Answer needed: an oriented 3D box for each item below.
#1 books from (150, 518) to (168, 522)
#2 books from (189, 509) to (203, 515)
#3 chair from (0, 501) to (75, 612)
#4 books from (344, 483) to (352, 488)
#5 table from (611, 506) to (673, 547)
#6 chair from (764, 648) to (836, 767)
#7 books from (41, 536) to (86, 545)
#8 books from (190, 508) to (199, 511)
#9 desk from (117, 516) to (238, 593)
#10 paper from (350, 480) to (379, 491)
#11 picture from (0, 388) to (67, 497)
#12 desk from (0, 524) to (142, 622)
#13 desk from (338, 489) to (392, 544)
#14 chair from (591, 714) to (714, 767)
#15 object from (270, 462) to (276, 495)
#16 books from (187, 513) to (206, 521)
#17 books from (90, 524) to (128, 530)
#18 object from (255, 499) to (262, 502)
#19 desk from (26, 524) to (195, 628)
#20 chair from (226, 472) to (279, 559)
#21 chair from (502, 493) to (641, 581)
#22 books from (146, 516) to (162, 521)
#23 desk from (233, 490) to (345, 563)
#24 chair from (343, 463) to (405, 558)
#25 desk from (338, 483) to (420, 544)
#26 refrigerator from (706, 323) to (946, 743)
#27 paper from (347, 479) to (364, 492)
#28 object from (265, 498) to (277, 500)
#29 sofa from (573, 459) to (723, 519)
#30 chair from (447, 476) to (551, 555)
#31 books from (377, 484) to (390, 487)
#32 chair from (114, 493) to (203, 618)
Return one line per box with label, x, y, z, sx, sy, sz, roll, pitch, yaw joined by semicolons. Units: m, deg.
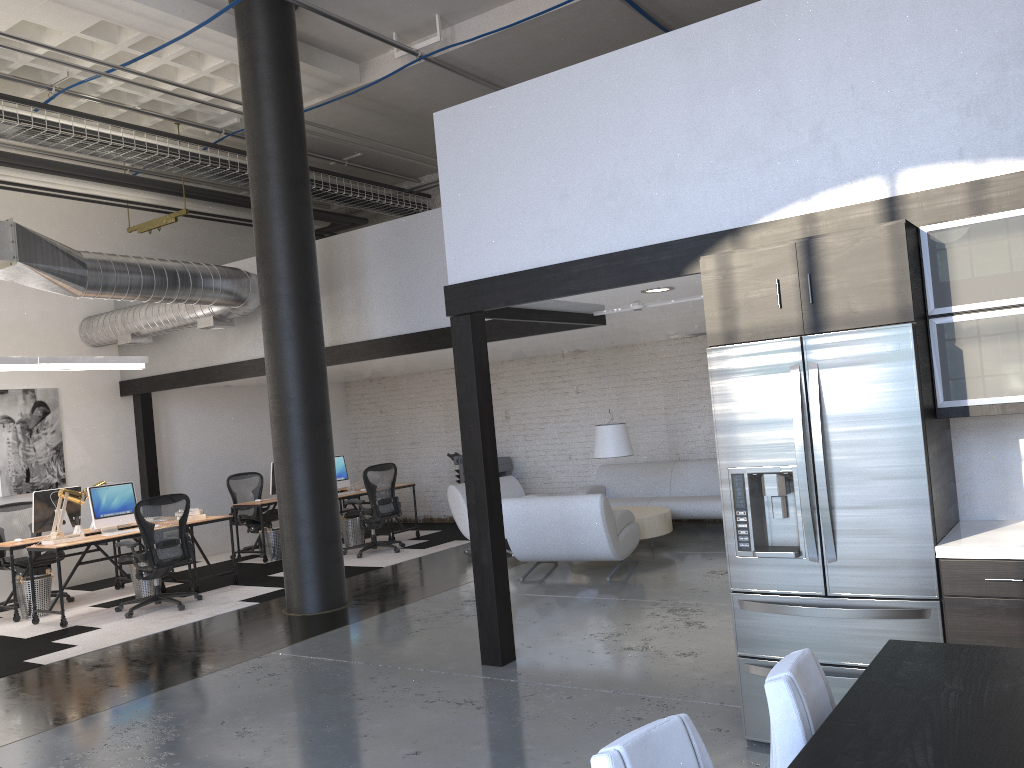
books;-3.819;1.488;9.722;0.205;0.019;0.243;-6;-2;12
books;-3.479;1.388;9.554;0.257;0.044;0.193;-5;-2;-8
chair;-5.039;1.782;9.332;0.792;1.085;0.770;-6;-1;18
books;-2.406;1.428;12.427;0.200;0.050;0.271;-6;-2;32
table;1.140;1.569;9.438;1.119;0.395;1.118;-6;-2;16
chair;0.852;1.099;1.913;0.502;0.984;0.579;-6;-1;31
books;-4.231;1.472;8.368;0.226;0.038;0.308;-6;-2;34
books;-3.476;1.356;9.540;0.185;0.030;0.153;-4;-2;-28
desk;-3.683;1.847;9.702;1.402;0.724;0.529;-6;-2;34
paper;-1.977;1.354;11.885;0.083;0.082;1.134;-5;-2;9
picture;-5.491;0.647;10.098;0.049;1.183;0.731;-6;-1;34
desk;-4.571;1.911;9.136;0.530;0.724;1.400;-6;-2;34
desk;-2.176;1.751;11.047;0.530;0.724;1.400;-6;-2;34
chair;0.432;1.126;1.534;0.579;0.984;0.502;-4;-2;-44
object;-2.869;1.217;11.338;0.190;0.485;0.483;-6;-2;34
books;-3.451;1.433;9.539;0.271;0.050;0.200;-4;-2;-28
books;-4.287;1.511;9.434;0.226;0.038;0.308;-6;-2;34
object;-3.206;1.472;11.214;0.106;0.029;0.059;-6;-2;35
desk;-3.878;1.832;8.654;0.530;0.724;1.400;-6;-2;34
chair;-3.337;1.701;11.725;0.792;1.085;0.770;-6;-1;18
chair;0.575;1.388;8.329;1.007;0.784;1.025;-6;-2;26
books;-4.080;1.517;9.951;0.235;0.024;0.200;-5;-2;8
desk;-2.869;1.830;11.529;0.530;0.724;1.400;-6;-2;34
chair;-1.740;1.527;10.857;0.792;1.085;0.770;-6;-1;18
desk;-1.982;1.766;12.095;1.402;0.724;0.529;-6;-2;34
refrigerator;1.489;0.674;3.984;0.853;1.772;0.820;-6;-1;34
paper;-2.115;1.369;11.980;0.083;0.082;1.134;-5;-2;-1
object;-3.016;1.469;11.481;0.119;0.017;0.438;-6;-2;34
sofa;1.822;1.349;10.595;2.138;0.777;1.015;-6;-2;34
chair;-0.030;1.507;10.332;1.006;0.784;1.026;-4;-2;-44
books;-1.723;1.363;11.931;0.235;0.024;0.200;-5;-2;-22
chair;-3.442;1.608;8.464;0.792;1.085;0.770;-6;-1;18
